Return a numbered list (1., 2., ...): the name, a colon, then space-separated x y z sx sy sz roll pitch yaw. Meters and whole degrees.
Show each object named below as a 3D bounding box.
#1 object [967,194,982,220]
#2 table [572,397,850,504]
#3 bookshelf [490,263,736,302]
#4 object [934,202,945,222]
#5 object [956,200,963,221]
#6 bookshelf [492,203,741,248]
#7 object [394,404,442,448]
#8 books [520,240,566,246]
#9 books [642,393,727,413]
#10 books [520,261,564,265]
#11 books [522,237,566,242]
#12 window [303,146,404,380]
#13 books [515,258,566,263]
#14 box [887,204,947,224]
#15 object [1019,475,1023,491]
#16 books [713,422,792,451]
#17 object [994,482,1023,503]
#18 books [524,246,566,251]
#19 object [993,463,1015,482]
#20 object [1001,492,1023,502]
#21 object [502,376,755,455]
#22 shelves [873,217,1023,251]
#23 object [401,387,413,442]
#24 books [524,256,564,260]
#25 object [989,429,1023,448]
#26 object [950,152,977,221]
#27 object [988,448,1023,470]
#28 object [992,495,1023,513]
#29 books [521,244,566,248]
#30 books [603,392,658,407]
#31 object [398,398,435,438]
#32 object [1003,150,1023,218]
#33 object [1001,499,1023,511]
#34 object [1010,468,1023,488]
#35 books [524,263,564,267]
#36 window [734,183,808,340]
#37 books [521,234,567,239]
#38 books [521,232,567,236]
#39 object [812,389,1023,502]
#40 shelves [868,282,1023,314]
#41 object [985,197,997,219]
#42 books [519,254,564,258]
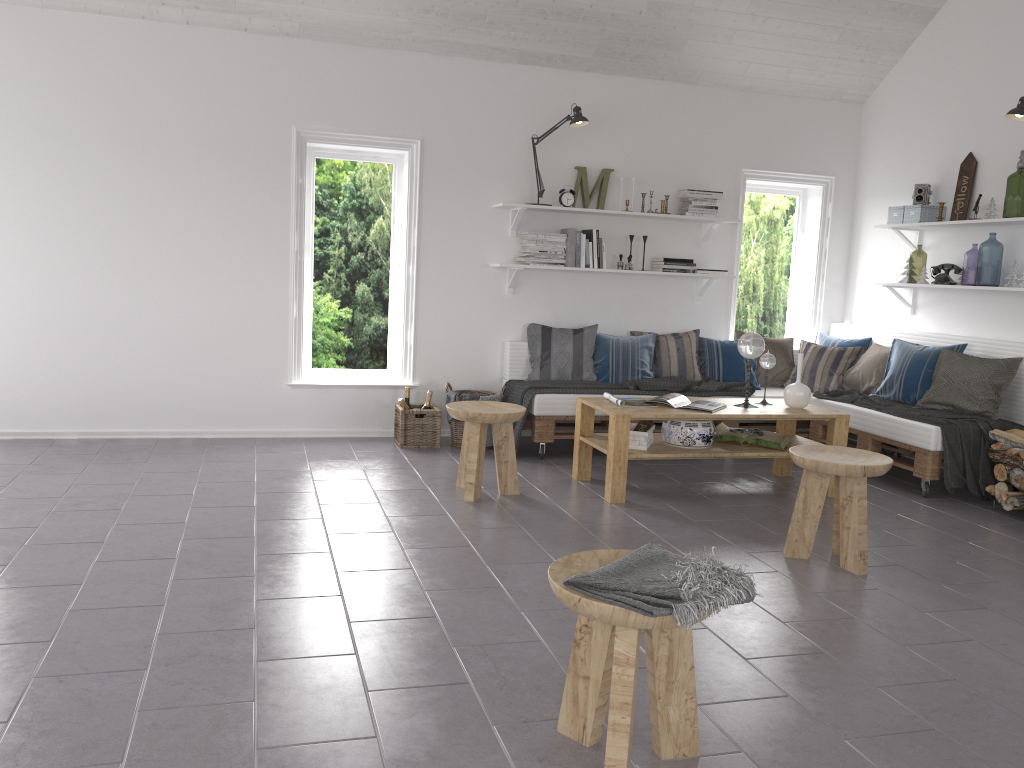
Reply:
1. object: 2.995 -1.130 5.719 0.092 0.172 0.177 9 10 41
2. table: 1.154 0.367 5.194 1.457 0.485 0.607 1 8 -16
3. bookshelf: 0.747 -0.727 6.464 1.820 0.212 0.269 1 8 -16
4. object: 2.892 -1.159 5.980 0.085 0.152 0.085 4 7 7
5. object: 2.946 -1.138 5.857 0.052 0.148 0.052 8 9 35
6. bookshelf: 0.766 -1.134 6.412 1.820 0.212 0.269 1 8 -16
7. object: -0.648 0.289 6.066 0.276 0.270 0.276 1 8 -16
8. books: 0.218 -1.007 6.327 0.296 0.028 0.180 1 8 -16
9. books: 0.992 0.101 5.110 0.422 0.049 0.300 7 8 28
10. books: 0.213 -0.861 6.320 0.285 0.012 0.159 1 8 -16
11. books: 0.224 -1.028 6.309 0.273 0.021 0.174 1 8 -16
12. window: -1.129 -0.832 6.290 0.685 1.655 0.117 1 8 -16
13. books: 0.200 -0.881 6.324 0.331 0.025 0.176 1 8 -16
14. box: 2.864 -1.185 6.260 0.242 0.131 0.332 1 8 -16
15. object: 2.991 0.533 4.790 0.561 0.102 0.102 1 8 -17
16. books: 1.408 0.305 5.248 0.445 0.079 0.301 6 8 24
17. object: 2.961 0.617 4.978 0.520 0.142 0.118 1 7 -13
18. books: 0.232 -0.967 6.323 0.263 0.017 0.167 1 8 -16
19. object: 2.955 0.496 5.002 0.516 0.107 0.103 0 8 -18
20. object: 2.947 0.620 4.900 0.561 0.050 0.057 1 8 -16
21. object: 0.803 0.195 6.212 1.892 0.533 0.685 1 8 -17
22. shelves: 3.001 -0.925 5.627 0.269 0.212 1.820 1 8 -16
23. object: -0.724 0.208 6.100 0.095 0.377 0.095 5 8 19
24. books: 0.227 -0.899 6.329 0.254 0.013 0.161 1 8 -16
25. object: 2.825 0.331 4.791 0.115 0.079 0.571 1 8 -16
26. object: 3.029 -1.311 5.943 0.053 0.480 0.154 1 7 -11
27. object: 2.795 0.439 4.788 0.126 0.104 0.480 1 8 -15
28. object: 2.981 0.679 4.895 0.478 0.118 0.456 1 8 -16
29. books: 0.221 -0.985 6.332 0.288 0.016 0.182 1 8 -16
30. books: 0.682 0.092 5.112 0.229 0.043 0.300 1 7 -12
31. object: -0.649 0.252 6.000 0.284 0.332 0.095 -3 9 -37
32. object: 3.073 -1.206 5.374 0.136 0.415 0.136 5 8 17
33. object: 2.961 0.662 4.890 0.562 0.063 0.095 1 8 -16
34. object: 2.963 0.509 4.887 0.463 0.109 0.110 0 8 -18
35. books: 0.226 -0.848 6.330 0.254 0.012 0.161 1 8 -16
36. window: 2.035 -0.800 7.242 0.685 1.655 0.052 1 8 -16
37. books: 0.224 -1.047 6.306 0.288 0.016 0.182 1 8 -16
38. books: 0.222 -1.061 6.292 0.288 0.016 0.182 1 8 -16
39. object: 2.553 0.347 5.766 0.716 0.508 1.449 -1 8 -27
40. shelves: 2.981 -0.518 5.679 0.269 0.212 1.820 1 8 -16
41. object: 2.996 -1.095 5.540 0.075 0.147 0.075 9 10 40
42. books: 0.207 -0.915 6.337 0.288 0.016 0.182 1 8 -16
